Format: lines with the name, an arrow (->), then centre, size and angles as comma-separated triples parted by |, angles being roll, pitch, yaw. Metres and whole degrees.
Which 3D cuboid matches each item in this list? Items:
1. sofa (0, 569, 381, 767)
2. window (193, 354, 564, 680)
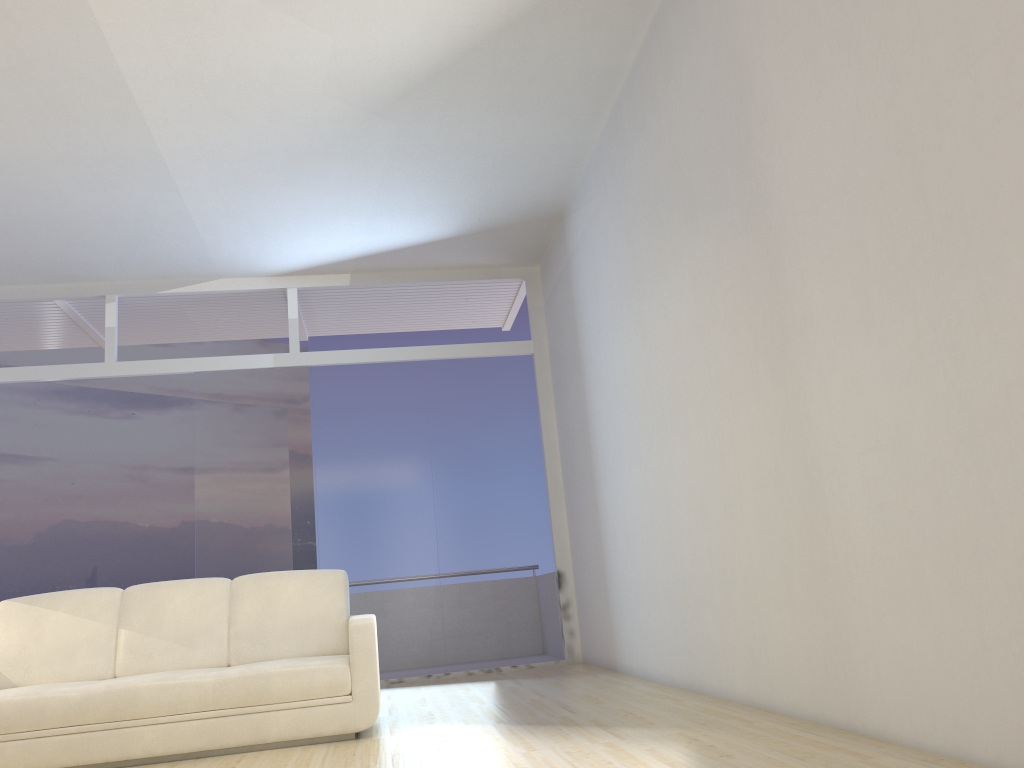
sofa -> -1.790, 1.446, 4.597 | 2.166, 0.862, 0.941 | -3, -14, -9
window -> -1.161, 1.121, 7.610 | 2.988, 2.706, 0.012 | -3, -14, -9
